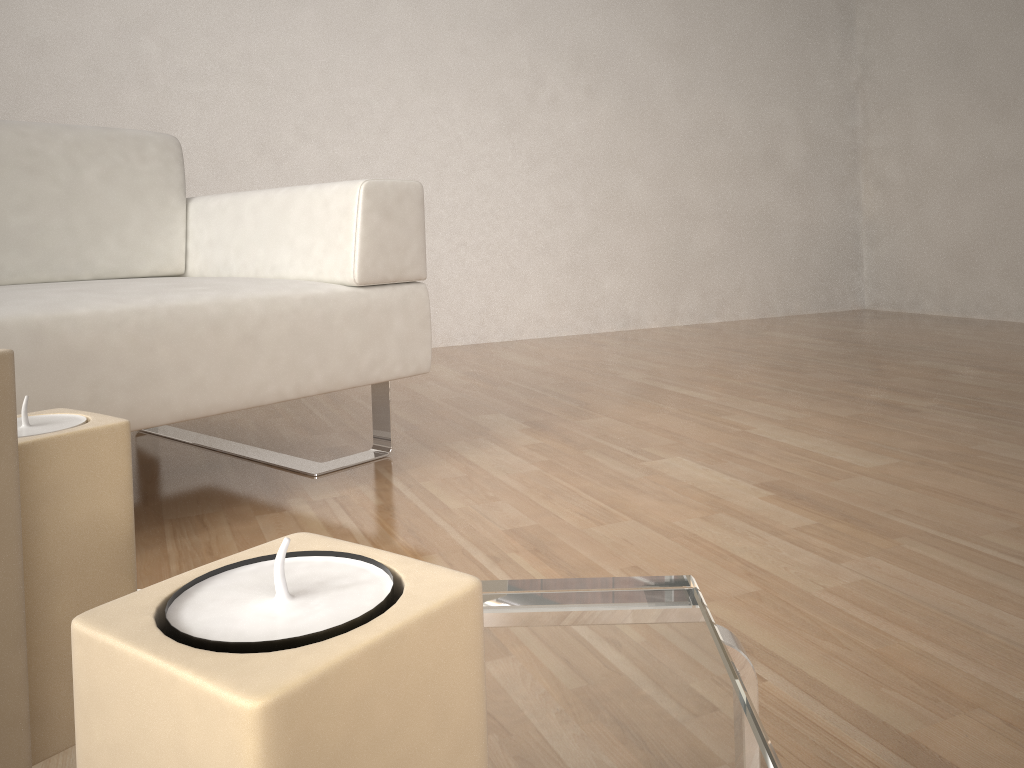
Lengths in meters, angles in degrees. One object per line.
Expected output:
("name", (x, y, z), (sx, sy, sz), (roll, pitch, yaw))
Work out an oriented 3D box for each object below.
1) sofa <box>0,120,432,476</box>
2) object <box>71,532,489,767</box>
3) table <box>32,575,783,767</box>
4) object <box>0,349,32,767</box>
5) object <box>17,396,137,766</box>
("sofa", (-1.084, -0.108, 1.399), (0.908, 0.733, 1.801), (3, 10, 41))
("object", (-0.050, 0.110, 0.199), (0.067, 0.150, 0.067), (0, 3, 37))
("table", (-0.255, 0.316, 0.207), (0.794, 0.247, 0.710), (-2, 9, 1))
("object", (-0.207, 0.078, 0.281), (0.067, 0.195, 0.067), (-2, 2, 2))
("object", (-0.219, 0.081, 0.400), (0.067, 0.150, 0.067), (0, 3, 36))
